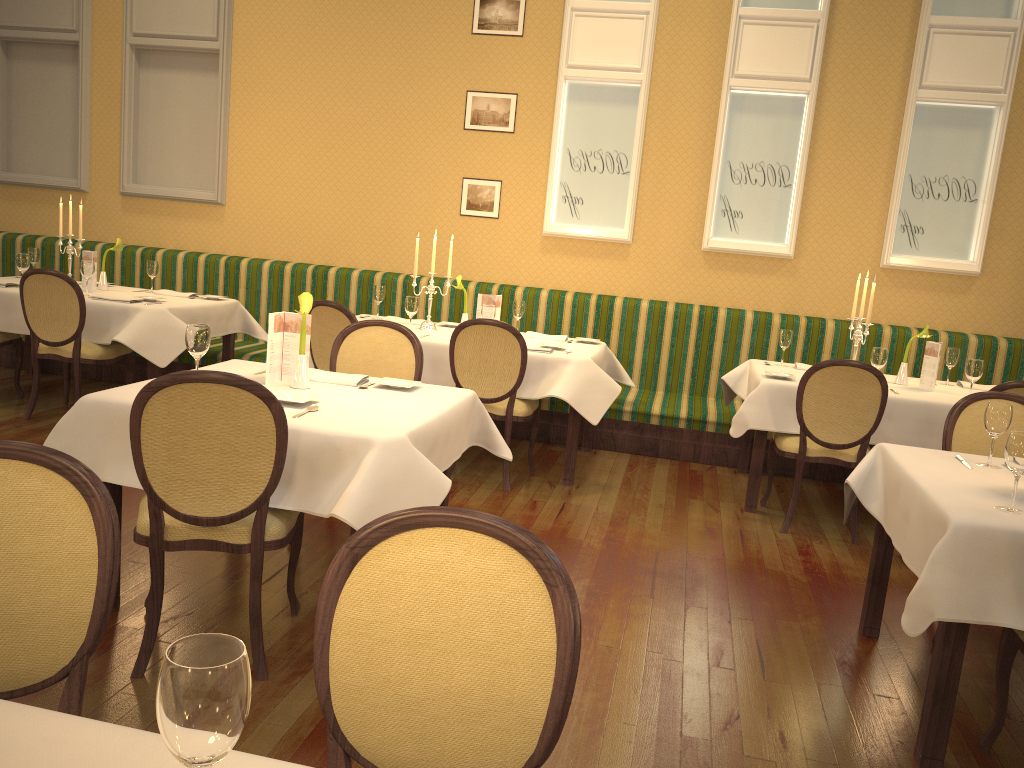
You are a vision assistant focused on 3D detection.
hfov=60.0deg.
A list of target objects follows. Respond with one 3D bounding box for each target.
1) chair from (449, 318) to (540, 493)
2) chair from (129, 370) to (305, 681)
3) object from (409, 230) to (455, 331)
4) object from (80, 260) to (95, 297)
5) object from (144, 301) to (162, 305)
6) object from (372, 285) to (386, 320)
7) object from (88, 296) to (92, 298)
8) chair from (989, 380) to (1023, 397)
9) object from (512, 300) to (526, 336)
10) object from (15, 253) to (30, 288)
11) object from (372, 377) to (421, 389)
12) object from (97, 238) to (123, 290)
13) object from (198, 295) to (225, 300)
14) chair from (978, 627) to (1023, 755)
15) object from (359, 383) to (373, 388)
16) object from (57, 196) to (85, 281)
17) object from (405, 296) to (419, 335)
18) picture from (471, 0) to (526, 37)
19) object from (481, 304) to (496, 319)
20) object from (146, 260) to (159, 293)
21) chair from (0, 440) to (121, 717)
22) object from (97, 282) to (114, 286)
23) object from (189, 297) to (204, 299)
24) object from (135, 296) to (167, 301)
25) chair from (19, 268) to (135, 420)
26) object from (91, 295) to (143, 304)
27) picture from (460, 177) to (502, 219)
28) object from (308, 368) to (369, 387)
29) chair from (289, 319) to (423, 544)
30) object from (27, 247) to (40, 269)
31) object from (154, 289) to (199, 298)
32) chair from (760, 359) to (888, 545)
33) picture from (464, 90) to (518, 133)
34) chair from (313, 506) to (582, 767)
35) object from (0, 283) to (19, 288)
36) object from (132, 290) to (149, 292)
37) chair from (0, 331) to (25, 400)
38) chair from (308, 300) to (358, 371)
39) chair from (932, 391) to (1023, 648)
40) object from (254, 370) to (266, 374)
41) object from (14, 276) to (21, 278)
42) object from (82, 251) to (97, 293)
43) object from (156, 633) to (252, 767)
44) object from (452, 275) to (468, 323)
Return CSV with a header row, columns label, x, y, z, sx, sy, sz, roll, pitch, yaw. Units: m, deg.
label,x,y,z,sx,sy,sz,roll,pitch,yaw
chair,-0.125,0.079,5.108,0.530,0.955,0.571,7,10,11
chair,-0.940,0.384,2.814,0.530,0.955,0.571,4,10,-9
object,-0.513,-0.669,5.688,0.131,0.655,0.390,10,10,25
object,-2.775,-0.689,5.794,0.088,0.229,0.088,0,11,-31
object,-2.312,-0.522,5.712,0.038,0.015,0.181,7,10,12
object,-0.916,-0.561,6.088,0.088,0.229,0.088,0,11,-31
object,-2.707,-0.572,5.800,0.017,0.010,0.185,7,10,11
chair,2.500,0.417,4.581,0.530,0.955,0.571,7,10,11
object,0.039,-0.440,5.903,0.088,0.229,0.088,-2,12,-37
object,-3.251,-0.751,5.894,0.088,0.229,0.088,0,11,-31
object,-0.466,0.004,3.584,0.160,0.024,0.160,7,10,11
object,-2.841,-0.848,6.265,0.163,0.375,0.076,4,10,-7
object,-2.141,-0.616,6.349,0.160,0.024,0.160,7,10,11
chair,1.662,0.713,2.324,0.530,0.955,0.571,7,10,11
object,-0.575,0.002,3.560,0.038,0.015,0.181,7,10,12
object,-3.106,-1.007,6.235,0.390,0.655,0.131,11,11,30
object,-0.614,-0.417,5.396,0.088,0.229,0.088,0,11,-31
picture,-0.099,-2.775,6.670,0.401,0.294,0.008,7,10,11
object,-0.148,-0.360,5.318,0.088,0.229,0.088,0,11,-31
object,-2.597,-0.774,6.401,0.088,0.229,0.088,0,11,-31
chair,-0.899,0.621,1.418,0.530,0.955,0.571,3,10,-14
object,-3.051,-0.735,6.540,0.160,0.024,0.160,7,10,11
object,-2.250,-0.618,6.324,0.038,0.015,0.181,7,10,12
object,-2.395,-0.559,5.863,0.160,0.024,0.160,7,10,11
chair,-2.769,-0.256,5.608,0.530,0.955,0.571,7,10,11
object,-2.535,-0.544,5.700,0.273,0.024,0.142,7,10,11
picture,-0.243,-1.445,6.895,0.313,0.294,0.008,7,10,11
object,-0.734,-0.027,3.604,0.273,0.033,0.142,7,10,11
chair,-0.660,0.210,4.016,0.530,0.955,0.571,6,9,1
object,-3.553,-0.895,6.586,0.088,0.229,0.088,0,11,-31
object,-2.409,-0.648,6.369,0.273,0.033,0.142,7,10,11
chair,1.685,0.308,4.768,0.530,0.955,0.571,7,10,11
picture,-0.164,-2.083,6.785,0.401,0.294,0.008,7,10,11
chair,-0.168,0.715,1.270,0.530,0.955,0.571,7,10,11
object,-3.450,-0.673,5.924,0.273,0.033,0.142,7,10,11
object,-2.691,-0.675,6.427,0.017,0.010,0.185,7,10,12
chair,-3.583,-0.359,5.763,0.530,0.955,0.571,7,10,11
chair,-0.920,-0.021,5.254,0.530,0.955,0.571,12,12,35
chair,1.962,0.542,3.518,0.530,0.955,0.571,7,10,11
object,-1.016,-0.055,3.662,0.017,0.010,0.185,7,10,12
object,-3.648,-0.802,6.625,0.038,0.015,0.181,7,10,12
object,-2.905,-0.772,6.084,0.081,0.277,0.166,2,10,-18
object,-0.304,0.367,0.869,0.088,0.229,0.088,0,11,-31
object,-0.319,-0.507,5.655,0.076,0.375,0.163,11,11,32
